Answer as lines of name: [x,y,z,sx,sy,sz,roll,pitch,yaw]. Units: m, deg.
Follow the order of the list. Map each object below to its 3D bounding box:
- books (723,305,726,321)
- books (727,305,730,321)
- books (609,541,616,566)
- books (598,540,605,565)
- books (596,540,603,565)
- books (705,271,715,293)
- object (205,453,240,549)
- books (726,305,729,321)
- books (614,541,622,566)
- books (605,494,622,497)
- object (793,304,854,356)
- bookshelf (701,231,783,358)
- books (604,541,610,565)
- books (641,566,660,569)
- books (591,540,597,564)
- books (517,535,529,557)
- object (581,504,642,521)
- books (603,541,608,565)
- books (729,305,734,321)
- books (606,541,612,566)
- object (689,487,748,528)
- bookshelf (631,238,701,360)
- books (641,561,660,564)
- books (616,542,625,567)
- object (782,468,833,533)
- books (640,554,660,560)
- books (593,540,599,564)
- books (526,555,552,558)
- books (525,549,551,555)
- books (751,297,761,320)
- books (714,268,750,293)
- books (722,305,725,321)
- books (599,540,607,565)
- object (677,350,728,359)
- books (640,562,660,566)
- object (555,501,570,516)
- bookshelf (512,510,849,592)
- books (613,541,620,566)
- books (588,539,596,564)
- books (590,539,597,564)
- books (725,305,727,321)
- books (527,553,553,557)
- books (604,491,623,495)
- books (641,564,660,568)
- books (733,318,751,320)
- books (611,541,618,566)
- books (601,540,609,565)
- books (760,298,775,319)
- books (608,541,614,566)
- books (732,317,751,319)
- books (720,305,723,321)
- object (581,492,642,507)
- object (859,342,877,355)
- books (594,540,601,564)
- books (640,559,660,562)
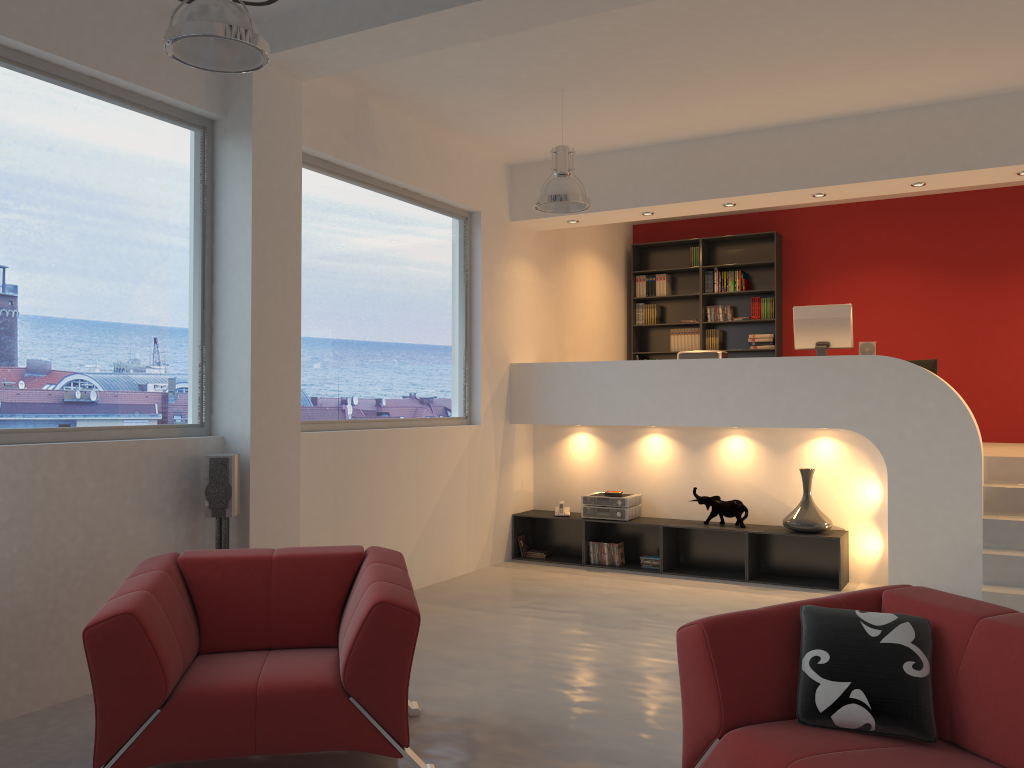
books: [2.384,-0.778,9.869,0.031,0.190,0.135,-1,-1,29]
books: [2.423,-0.778,9.847,0.031,0.190,0.135,-1,-1,29]
books: [0.867,1.441,7.542,0.031,0.190,0.135,-1,-1,29]
books: [0.775,1.442,7.593,0.031,0.190,0.135,-1,-1,29]
books: [0.762,1.442,7.600,0.031,0.190,0.135,-1,-1,29]
books: [2.236,-1.126,9.949,0.090,0.256,0.181,-1,-1,29]
object: [-1.550,0.934,4.744,0.214,1.112,0.229,0,-1,-6]
books: [2.410,-0.778,9.854,0.031,0.190,0.135,-1,-1,29]
books: [0.906,1.440,7.521,0.031,0.190,0.135,-1,-1,29]
books: [0.871,0.949,7.602,0.135,0.015,0.190,0,-1,9]
object: [2.534,-0.413,7.220,0.458,0.452,0.230,-1,-1,29]
bookshelf: [2.518,-0.512,9.729,0.816,2.213,0.305,-1,-1,29]
books: [0.827,1.441,7.564,0.031,0.190,0.135,-1,-1,29]
books: [1.191,1.526,7.419,0.190,0.015,0.135,0,-1,24]
books: [0.722,1.442,7.622,0.031,0.190,0.135,-1,-1,29]
books: [0.104,1.454,7.964,0.063,0.187,0.135,-1,-1,29]
object: [0.854,1.094,7.636,0.430,0.100,0.365,-1,-1,29]
books: [0.814,1.441,7.571,0.031,0.190,0.135,-1,-1,29]
books: [2.436,-0.778,9.840,0.031,0.190,0.135,-1,-1,29]
books: [0.840,1.441,7.557,0.031,0.190,0.135,-1,-1,29]
object: [1.686,0.998,7.209,0.507,0.296,0.191,-1,-2,45]
bookshelf: [1.804,-0.504,10.124,0.816,2.213,0.305,-1,-1,29]
books: [1.192,1.481,7.419,0.190,0.015,0.135,-1,-1,29]
books: [0.919,1.440,7.513,0.031,0.190,0.135,-1,-1,29]
object: [2.282,0.898,6.854,0.369,0.481,0.369,0,-1,-6]
books: [1.180,1.451,7.426,0.190,0.015,0.135,0,-1,24]
books: [0.735,1.442,7.615,0.031,0.190,0.135,-1,-1,29]
books: [0.244,1.536,7.942,0.190,0.015,0.135,-1,-1,29]
books: [0.234,1.506,7.948,0.190,0.015,0.135,-1,-1,29]
books: [2.685,-0.814,9.694,0.090,0.256,0.181,-1,-1,29]
books: [2.432,-1.143,9.814,0.341,0.286,0.231,-1,-1,29]
books: [2.371,-0.777,9.876,0.031,0.190,0.135,-1,-1,29]
books: [0.788,1.441,7.586,0.031,0.190,0.135,-1,-1,29]
object: [1.701,-0.177,7.767,0.397,0.217,0.458,-1,-1,29]
books: [1.187,1.496,7.421,0.190,0.015,0.135,-1,-1,34]
object: [0.443,1.088,7.773,0.130,0.117,0.146,0,-1,4]
bookshelf: [1.310,1.347,7.382,2.764,0.397,0.405,-1,-1,29]
books: [0.893,1.440,7.528,0.031,0.190,0.135,-1,-1,29]
books: [0.696,1.442,7.637,0.031,0.190,0.135,-1,-1,29]
books: [0.709,1.442,7.630,0.031,0.190,0.135,-1,-1,29]
books: [2.397,-0.778,9.862,0.031,0.190,0.135,-1,-1,29]
books: [0.248,1.521,7.940,0.190,0.015,0.135,-1,-1,29]
books: [0.872,0.934,7.612,0.135,0.015,0.190,0,-1,14]
books: [1.196,1.511,7.416,0.190,0.015,0.135,-1,-1,29]
books: [2.553,-0.707,9.774,0.190,0.015,0.135,-1,-1,29]
books: [0.880,1.440,7.535,0.031,0.190,0.135,-1,-1,29]
books: [0.801,1.441,7.579,0.031,0.190,0.135,-1,-1,29]
books: [2.790,-0.807,9.635,0.146,0.240,0.170,-1,-1,29]
books: [0.854,1.441,7.550,0.031,0.190,0.135,-1,-1,29]
books: [2.544,-0.722,9.779,0.190,0.015,0.135,-1,-1,34]
books: [2.358,-0.777,9.883,0.031,0.190,0.135,-1,-1,29]
object: [0.858,0.996,7.645,0.430,0.077,0.349,-1,-1,29]
object: [2.846,-0.263,7.101,0.133,0.147,0.151,0,-1,12]
books: [0.748,1.442,7.608,0.031,0.190,0.135,-1,-1,29]
books: [1.185,1.466,7.415,0.190,0.015,0.135,-1,-1,29]
